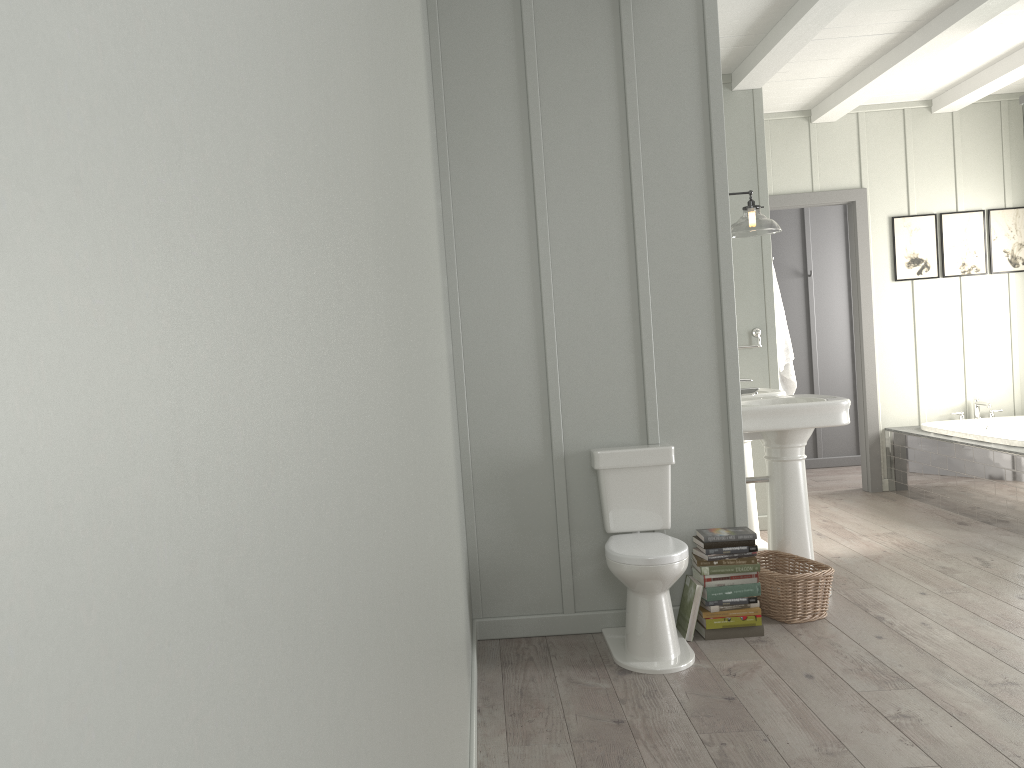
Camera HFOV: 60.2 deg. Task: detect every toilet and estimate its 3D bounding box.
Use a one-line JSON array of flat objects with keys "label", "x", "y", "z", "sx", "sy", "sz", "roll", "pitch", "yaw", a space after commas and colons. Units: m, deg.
[{"label": "toilet", "x": 0.525, "y": 0.658, "z": 3.464, "sx": 0.332, "sy": 0.787, "sz": 0.523, "roll": -4, "pitch": 2, "yaw": -1}]

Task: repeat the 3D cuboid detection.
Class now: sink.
[{"label": "sink", "x": 1.210, "y": 0.439, "z": 4.928, "sx": 0.568, "sy": 1.014, "sz": 0.568, "roll": -4, "pitch": 2, "yaw": 0}, {"label": "sink", "x": 1.240, "y": 0.466, "z": 4.119, "sx": 0.568, "sy": 1.014, "sz": 0.568, "roll": -4, "pitch": 2, "yaw": 0}]

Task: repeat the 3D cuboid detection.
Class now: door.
[{"label": "door", "x": 1.902, "y": -0.145, "z": 3.309, "sx": 4.266, "sy": 2.197, "sz": 7.765, "roll": -4, "pitch": 2, "yaw": -1}]

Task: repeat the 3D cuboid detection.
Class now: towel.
[{"label": "towel", "x": 1.705, "y": -0.189, "z": 5.584, "sx": 0.162, "sy": 1.205, "sz": 0.316, "roll": -4, "pitch": 3, "yaw": 4}]

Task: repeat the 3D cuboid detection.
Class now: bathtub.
[{"label": "bathtub", "x": 3.371, "y": 0.372, "z": 5.597, "sx": 1.050, "sy": 0.490, "sz": 1.557, "roll": -4, "pitch": 2, "yaw": -1}]

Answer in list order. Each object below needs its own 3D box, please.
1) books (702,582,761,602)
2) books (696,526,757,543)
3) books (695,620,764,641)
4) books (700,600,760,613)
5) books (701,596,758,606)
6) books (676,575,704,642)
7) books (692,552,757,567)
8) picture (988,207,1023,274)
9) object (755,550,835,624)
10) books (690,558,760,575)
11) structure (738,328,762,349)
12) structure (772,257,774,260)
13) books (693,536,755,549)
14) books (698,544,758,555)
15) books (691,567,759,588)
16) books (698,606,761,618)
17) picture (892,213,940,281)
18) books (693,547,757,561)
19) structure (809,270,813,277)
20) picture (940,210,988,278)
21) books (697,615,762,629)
[{"label": "books", "x": 0.871, "y": 0.831, "z": 3.611, "sx": 0.226, "sy": 0.053, "sz": 0.160, "roll": -5, "pitch": 2, "yaw": -9}, {"label": "books", "x": 0.869, "y": 0.612, "z": 3.595, "sx": 0.208, "sy": 0.024, "sz": 0.149, "roll": -4, "pitch": 2, "yaw": 2}, {"label": "books", "x": 0.886, "y": 0.994, "z": 3.625, "sx": 0.239, "sy": 0.049, "sz": 0.164, "roll": -4, "pitch": 2, "yaw": -2}, {"label": "books", "x": 0.880, "y": 0.892, "z": 3.620, "sx": 0.205, "sy": 0.025, "sz": 0.151, "roll": -5, "pitch": 2, "yaw": -9}, {"label": "books", "x": 0.874, "y": 0.869, "z": 3.607, "sx": 0.208, "sy": 0.024, "sz": 0.149, "roll": -4, "pitch": 2, "yaw": 1}, {"label": "books", "x": 0.725, "y": 0.917, "z": 3.617, "sx": 0.091, "sy": 0.235, "sz": 0.170, "roll": -4, "pitch": 2, "yaw": -1}, {"label": "books", "x": 0.863, "y": 0.710, "z": 3.602, "sx": 0.235, "sy": 0.024, "sz": 0.147, "roll": -4, "pitch": 2, "yaw": 6}, {"label": "picture", "x": 3.571, "y": -1.027, "z": 6.314, "sx": 0.314, "sy": 0.461, "sz": 0.012, "roll": -4, "pitch": 3, "yaw": 2}, {"label": "object", "x": 1.170, "y": 0.880, "z": 3.850, "sx": 0.286, "sy": 0.220, "sz": 0.474, "roll": -5, "pitch": 2, "yaw": -19}, {"label": "books", "x": 0.867, "y": 0.737, "z": 3.604, "sx": 0.236, "sy": 0.032, "sz": 0.169, "roll": -4, "pitch": 2, "yaw": 1}, {"label": "structure", "x": 1.227, "y": -0.261, "z": 5.392, "sx": 0.604, "sy": 0.123, "sz": 0.054, "roll": -4, "pitch": 3, "yaw": 2}, {"label": "structure", "x": 1.604, "y": -0.780, "z": 5.551, "sx": 0.079, "sy": 0.056, "sz": 0.056, "roll": -4, "pitch": 2, "yaw": 1}, {"label": "books", "x": 0.860, "y": 0.637, "z": 3.596, "sx": 0.207, "sy": 0.024, "sz": 0.150, "roll": -4, "pitch": 2, "yaw": -3}, {"label": "books", "x": 0.872, "y": 0.661, "z": 3.597, "sx": 0.207, "sy": 0.024, "sz": 0.149, "roll": -4, "pitch": 2, "yaw": 0}, {"label": "books", "x": 0.868, "y": 0.778, "z": 3.613, "sx": 0.222, "sy": 0.052, "sz": 0.156, "roll": -4, "pitch": 2, "yaw": -4}, {"label": "books", "x": 0.878, "y": 0.917, "z": 3.612, "sx": 0.233, "sy": 0.024, "sz": 0.148, "roll": -4, "pitch": 2, "yaw": 1}, {"label": "picture", "x": 2.895, "y": -0.978, "z": 6.338, "sx": 0.314, "sy": 0.461, "sz": 0.012, "roll": -4, "pitch": 3, "yaw": 2}, {"label": "books", "x": 0.866, "y": 0.685, "z": 3.610, "sx": 0.205, "sy": 0.025, "sz": 0.151, "roll": -5, "pitch": 2, "yaw": -10}, {"label": "structure", "x": 2.577, "y": -0.953, "z": 7.667, "sx": 0.019, "sy": 0.051, "sz": 0.135, "roll": -4, "pitch": 2, "yaw": -2}, {"label": "picture", "x": 3.233, "y": -1.003, "z": 6.326, "sx": 0.314, "sy": 0.461, "sz": 0.012, "roll": -4, "pitch": 3, "yaw": 2}, {"label": "books", "x": 0.880, "y": 0.950, "z": 3.611, "sx": 0.223, "sy": 0.041, "sz": 0.162, "roll": -4, "pitch": 2, "yaw": -1}]
